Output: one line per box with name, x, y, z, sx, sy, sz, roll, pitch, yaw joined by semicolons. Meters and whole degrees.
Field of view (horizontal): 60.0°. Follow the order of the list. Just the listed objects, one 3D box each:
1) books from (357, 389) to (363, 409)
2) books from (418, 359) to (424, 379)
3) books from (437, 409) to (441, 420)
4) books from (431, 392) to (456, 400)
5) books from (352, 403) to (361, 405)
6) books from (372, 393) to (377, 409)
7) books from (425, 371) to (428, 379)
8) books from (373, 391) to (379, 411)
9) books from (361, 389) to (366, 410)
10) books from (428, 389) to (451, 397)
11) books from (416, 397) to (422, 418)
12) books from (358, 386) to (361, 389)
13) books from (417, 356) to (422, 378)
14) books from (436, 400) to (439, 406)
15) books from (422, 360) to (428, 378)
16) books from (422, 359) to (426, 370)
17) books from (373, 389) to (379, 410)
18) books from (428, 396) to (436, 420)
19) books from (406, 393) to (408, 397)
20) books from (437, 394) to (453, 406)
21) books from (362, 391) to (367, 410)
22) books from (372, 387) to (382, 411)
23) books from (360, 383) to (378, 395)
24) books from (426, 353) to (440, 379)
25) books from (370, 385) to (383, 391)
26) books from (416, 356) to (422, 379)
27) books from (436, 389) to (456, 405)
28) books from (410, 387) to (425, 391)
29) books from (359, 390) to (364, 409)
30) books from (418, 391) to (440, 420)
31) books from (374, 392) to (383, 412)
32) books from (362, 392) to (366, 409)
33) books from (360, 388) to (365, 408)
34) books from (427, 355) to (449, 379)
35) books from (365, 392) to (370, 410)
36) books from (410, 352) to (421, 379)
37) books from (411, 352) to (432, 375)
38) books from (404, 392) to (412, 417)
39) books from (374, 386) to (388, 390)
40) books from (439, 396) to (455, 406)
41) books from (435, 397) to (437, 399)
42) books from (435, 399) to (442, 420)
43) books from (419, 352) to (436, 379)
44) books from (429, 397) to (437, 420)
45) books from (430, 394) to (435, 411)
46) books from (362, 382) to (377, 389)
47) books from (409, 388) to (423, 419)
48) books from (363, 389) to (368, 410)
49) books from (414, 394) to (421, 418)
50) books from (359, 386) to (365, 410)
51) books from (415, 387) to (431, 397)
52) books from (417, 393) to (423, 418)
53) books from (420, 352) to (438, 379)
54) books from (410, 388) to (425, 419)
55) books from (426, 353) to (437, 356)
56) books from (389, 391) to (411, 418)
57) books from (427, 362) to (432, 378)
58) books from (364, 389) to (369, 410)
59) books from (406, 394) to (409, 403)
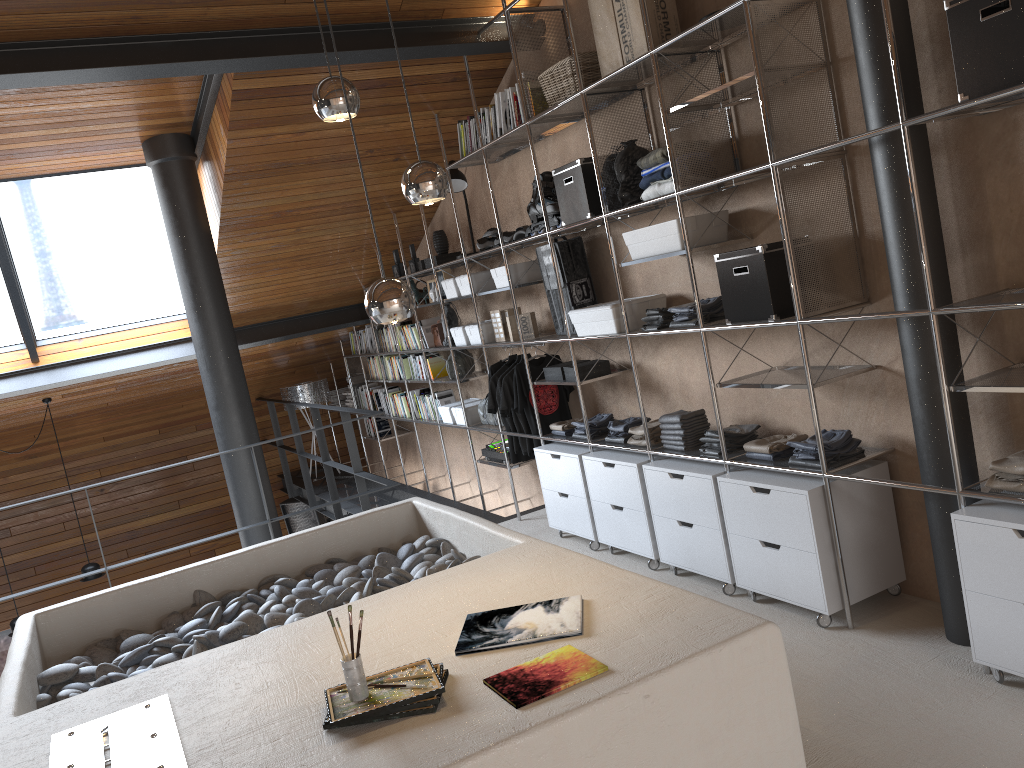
books;-1.457;0.146;8.900;0.148;0.234;0.013;-14;7;-25
books;-0.671;-0.131;7.139;0.143;0.161;0.019;-14;7;-25
books;-0.535;0.192;7.015;0.130;0.167;0.046;-14;7;-25
books;-0.531;0.165;7.091;0.192;0.202;0.055;-14;7;-25
books;-1.490;0.183;9.032;0.252;0.016;0.182;-14;6;-21
books;-1.247;0.160;8.456;0.133;0.219;0.058;-14;7;-25
books;-0.634;-0.122;7.072;0.128;0.143;0.009;-14;7;-25
books;-1.214;0.160;8.386;0.141;0.221;0.055;-14;7;-25
books;-1.405;0.145;8.820;0.161;0.231;0.021;-14;7;-25
books;-0.558;0.161;7.150;0.207;0.205;0.053;-14;7;-25
books;-0.714;0.183;7.364;0.131;0.180;0.042;-14;7;-26
books;-1.430;0.127;8.925;0.207;0.255;0.010;-14;7;-25
books;-0.679;-0.146;7.152;0.148;0.190;0.013;-14;7;-25
books;-0.509;0.184;6.997;0.148;0.175;0.046;-14;7;-25
books;-0.630;-0.130;7.033;0.130;0.167;0.046;-14;7;-25
books;-0.617;-0.131;7.023;0.148;0.167;0.053;-14;7;-25
books;-1.210;0.154;8.373;0.148;0.232;0.053;-14;7;-25
books;-0.584;0.178;7.124;0.148;0.189;0.053;-14;7;-25
books;-0.810;0.167;7.560;0.133;0.218;0.051;-14;7;-26
books;-0.504;0.180;6.966;0.129;0.186;0.050;-14;7;-25
books;-1.391;0.157;8.784;0.146;0.210;0.018;-14;7;-25
books;-1.236;0.153;8.427;0.143;0.235;0.055;-14;7;-26
books;-1.404;0.130;8.866;0.192;0.251;0.012;-14;7;-25
books;-0.609;-0.139;6.981;0.129;0.186;0.050;-14;7;-25
books;-1.273;0.145;8.502;0.131;0.247;0.018;-14;7;-25
books;-0.689;-0.145;7.161;0.148;0.190;0.013;-14;7;-25
books;-0.507;0.164;6.983;0.143;0.217;0.066;-14;7;-25
books;-0.774;0.155;7.480;0.143;0.236;0.062;-14;7;-26
books;-1.429;0.143;8.882;0.169;0.232;0.018;-14;7;-25
books;-0.648;0.174;7.240;0.136;0.210;0.273;-14;7;-25
books;-1.201;0.168;8.358;0.148;0.206;0.053;-14;7;-25
books;-1.407;0.162;8.791;0.130;0.208;0.010;-14;7;-25
books;-1.418;0.144;8.846;0.148;0.234;0.013;-14;7;-25
books;-0.583;-0.130;6.957;0.129;0.165;0.056;-14;7;-25
books;-1.352;0.165;8.692;0.143;0.199;0.019;-14;7;-25
books;-0.732;-0.162;7.322;0.191;0.207;0.012;-14;7;-25
books;-0.723;-0.161;7.314;0.192;0.204;0.012;-14;7;-25
books;-0.824;0.162;7.608;0.155;0.215;0.055;-14;7;-25
books;-1.218;0.151;8.420;0.148;0.232;0.053;-14;7;-25
books;-0.494;0.190;6.959;0.130;0.166;0.046;-14;7;-25
books;-0.532;0.178;7.044;0.161;0.187;0.060;-14;7;-25
books;-0.518;0.187;7.008;0.146;0.171;0.054;-14;7;-25
books;-0.655;-0.150;7.124;0.146;0.195;0.023;-14;7;-25
books;-0.557;0.176;7.107;0.169;0.188;0.058;-14;7;-25
books;-0.541;0.164;7.099;0.191;0.205;0.055;-14;7;-25
books;-1.380;0.128;8.757;0.143;0.268;0.020;-14;7;-25
books;-0.776;0.160;7.445;0.148;0.232;0.053;-14;7;-25
books;-1.370;0.148;8.714;0.148;0.234;0.013;-14;7;-25
books;-0.720;0.169;7.390;0.149;0.205;0.049;-14;7;-26
books;-1.414;0.129;8.874;0.191;0.255;0.012;-14;7;-25
books;-0.712;0.154;7.384;0.148;0.232;0.053;-14;7;-25
books;-0.703;0.172;7.355;0.137;0.201;0.047;-14;7;-26
books;-0.644;-0.146;7.094;0.148;0.190;0.013;-14;7;-25
books;-0.754;0.161;7.402;0.148;0.232;0.053;-14;7;-25
books;-0.630;-0.145;7.062;0.129;0.188;0.010;-14;7;-25
books;-0.954;0.173;7.818;0.139;0.211;0.467;-14;7;-26
books;-0.590;-0.121;6.971;0.131;0.147;0.045;-14;7;-25
books;-1.360;0.147;8.705;0.148;0.234;0.013;-14;7;-25
books;-0.821;0.171;7.588;0.123;0.203;0.054;-14;7;-25
